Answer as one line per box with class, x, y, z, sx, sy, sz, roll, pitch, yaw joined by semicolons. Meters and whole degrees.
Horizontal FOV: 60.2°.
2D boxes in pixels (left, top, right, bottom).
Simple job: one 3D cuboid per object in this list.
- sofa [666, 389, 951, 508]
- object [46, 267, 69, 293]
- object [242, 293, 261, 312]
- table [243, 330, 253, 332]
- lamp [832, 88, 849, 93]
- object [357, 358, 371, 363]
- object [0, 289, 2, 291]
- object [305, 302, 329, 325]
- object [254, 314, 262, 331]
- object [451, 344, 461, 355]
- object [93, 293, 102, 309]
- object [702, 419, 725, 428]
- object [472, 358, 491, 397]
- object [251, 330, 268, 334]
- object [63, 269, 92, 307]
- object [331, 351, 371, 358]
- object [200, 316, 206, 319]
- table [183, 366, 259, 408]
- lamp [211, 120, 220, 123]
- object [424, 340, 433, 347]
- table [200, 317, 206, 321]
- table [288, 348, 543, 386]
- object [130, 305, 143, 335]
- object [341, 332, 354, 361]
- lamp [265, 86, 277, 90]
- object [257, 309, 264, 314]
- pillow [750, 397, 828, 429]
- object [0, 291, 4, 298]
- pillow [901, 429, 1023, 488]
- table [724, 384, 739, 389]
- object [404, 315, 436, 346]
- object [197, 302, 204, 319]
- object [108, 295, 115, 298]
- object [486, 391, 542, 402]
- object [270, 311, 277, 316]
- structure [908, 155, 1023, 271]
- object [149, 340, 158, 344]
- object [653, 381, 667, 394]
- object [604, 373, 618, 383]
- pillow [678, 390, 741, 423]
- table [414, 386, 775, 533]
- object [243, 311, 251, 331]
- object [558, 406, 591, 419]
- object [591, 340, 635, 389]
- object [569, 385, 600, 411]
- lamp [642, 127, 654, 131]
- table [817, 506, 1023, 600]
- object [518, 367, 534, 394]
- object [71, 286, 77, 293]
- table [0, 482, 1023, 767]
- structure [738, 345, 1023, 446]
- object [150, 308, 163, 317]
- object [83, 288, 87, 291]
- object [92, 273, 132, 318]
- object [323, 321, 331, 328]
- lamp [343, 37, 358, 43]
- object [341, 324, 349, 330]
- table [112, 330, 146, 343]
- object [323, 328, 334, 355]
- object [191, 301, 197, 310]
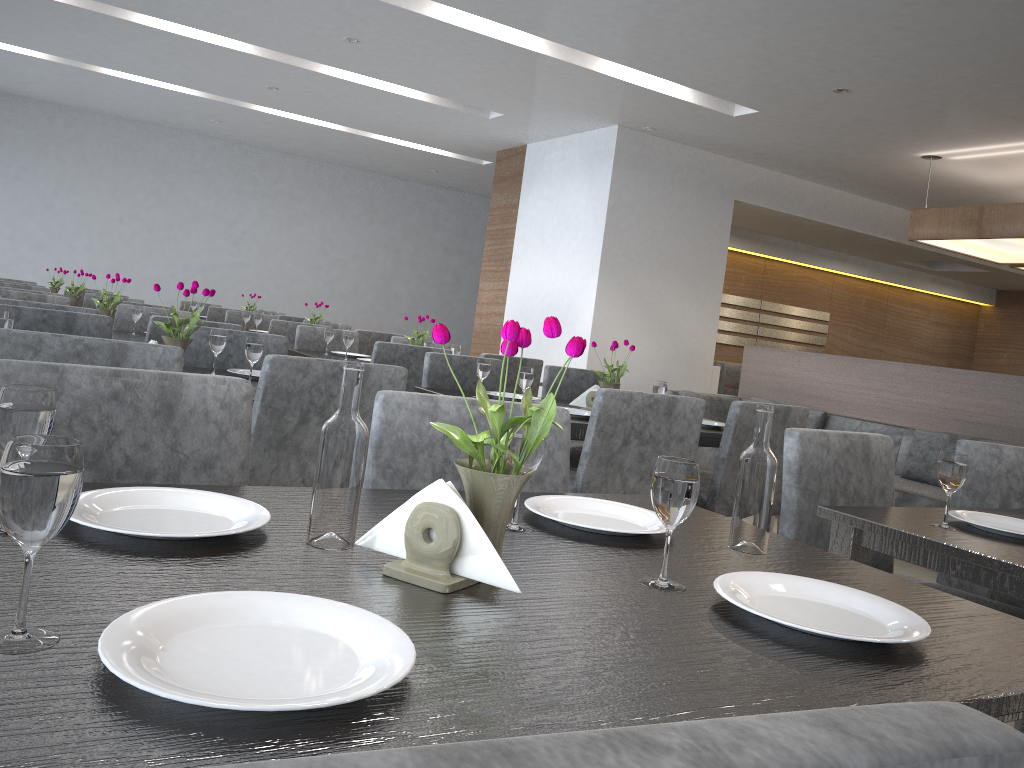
sofa;2.261;0.592;4.764;0.832;0.628;3.819;6;3;-31
object;-3.568;-0.780;6.915;0.154;0.277;0.104;8;0;-34
object;-2.277;-0.656;7.693;0.154;0.277;0.104;8;0;-34
table;-1.435;0.009;6.176;1.184;0.635;0.781;6;2;-31
lamp;1.885;-1.682;5.071;0.089;0.007;0.089;8;4;14
object;-0.665;-0.108;4.401;0.216;0.015;0.218;5;4;-31
object;-2.255;-0.347;3.849;0.053;0.139;0.053;7;0;11
object;-1.369;-0.441;6.164;0.154;0.277;0.104;8;0;-34
object;-1.679;-0.392;5.821;0.053;0.139;0.053;7;0;17
object;-0.306;-0.142;4.724;0.053;0.139;0.053;7;0;17
object;-2.636;-0.506;5.612;0.053;0.139;0.053;7;0;17
object;0.696;0.144;3.248;0.216;0.015;0.218;5;4;-31
object;-0.108;-0.021;3.176;0.053;0.139;0.053;7;0;17
object;-1.734;-0.360;6.200;0.218;0.015;0.216;10;4;39
object;-2.660;-0.565;5.386;0.154;0.277;0.104;8;0;-34
object;-0.862;-0.154;4.732;0.217;0.015;0.216;8;4;15
object;-2.642;-0.575;7.729;0.216;0.015;0.218;7;4;-16
table;-0.991;0.295;2.477;1.184;0.635;0.781;6;2;-31
lamp;-2.849;-2.522;8.498;0.089;0.007;0.089;8;4;14
object;-0.469;-0.175;4.906;0.053;0.139;0.053;7;0;17
table;-2.343;-0.206;7.705;1.184;0.635;0.781;6;2;-31
table;-0.563;0.215;4.708;1.184;0.635;0.781;6;2;-31
object;-1.764;-0.300;4.145;0.053;0.139;0.053;7;0;11
object;-0.811;-0.187;4.359;0.053;0.139;0.053;7;0;11
lamp;-1.861;-2.288;6.834;0.089;0.007;0.089;8;4;14
object;-2.257;-0.598;7.915;0.053;0.139;0.053;7;0;17
pillow;1.796;0.277;5.916;0.180;0.320;0.641;8;2;-31
object;-2.106;-0.312;3.598;0.053;0.139;0.053;7;0;11
pillow;2.447;0.431;4.821;0.180;0.320;0.641;7;2;-31
table;2.166;0.368;7.946;0.503;0.655;0.508;7;1;-31
object;-0.497;-0.235;4.696;0.154;0.277;0.104;8;0;-34
object;-2.599;-0.609;7.368;0.053;0.139;0.053;7;0;17
object;-2.473;-0.474;5.430;0.053;0.139;0.053;7;0;17
object;0.002;0.050;3.279;0.216;0.015;0.218;5;4;-31
object;-2.093;-0.565;7.733;0.053;0.139;0.053;7;0;17
structure;4.516;-1.087;5.892;2.436;0.619;2.456;6;4;-31
object;-0.988;-0.072;2.426;0.204;0.100;0.070;9;1;29
object;0.546;0.059;3.290;0.053;0.139;0.053;7;0;17
object;0.383;0.026;3.472;0.053;0.139;0.053;7;0;17
pillow;1.398;0.220;6.111;0.557;0.306;0.189;6;1;-30
table;0.300;0.419;3.255;1.184;0.635;0.781;6;2;-31
object;-1.828;-0.427;6.071;0.053;0.139;0.053;7;0;17
object;0.198;0.096;2.948;0.216;0.015;0.218;5;4;-31
object;0.366;-0.031;3.243;0.154;0.277;0.104;8;0;-34
object;0.302;0.052;3.204;0.204;0.100;0.070;9;1;29
lamp;1.008;-1.890;6.547;0.089;0.007;0.089;8;4;14
table;1.247;0.643;1.660;1.184;0.635;0.781;6;2;-31
object;0.041;0.014;2.925;0.053;0.139;0.053;7;0;17
object;-3.543;-0.721;7.139;0.053;0.139;0.053;7;0;17
table;-0.075;0.512;0.936;1.184;0.635;0.781;6;2;-31
structure;2.727;0.443;5.039;0.223;1.007;3.794;8;2;-31
object;-1.601;-0.267;3.963;0.053;0.139;0.053;7;0;11
object;-3.380;-0.688;6.958;0.053;0.139;0.053;7;0;17
object;-1.787;-0.359;3.918;0.154;0.277;0.104;8;0;-34
object;-1.337;-0.380;6.367;0.053;0.139;0.053;7;0;17
lamp;-0.979;-2.080;5.349;0.089;0.007;0.089;8;4;14
object;-1.174;-0.348;6.186;0.053;0.139;0.053;7;0;17
table;-1.854;0.091;3.930;1.184;0.635;0.781;6;2;-31
object;-0.960;-0.222;4.610;0.053;0.139;0.053;7;0;17
object;-2.747;-0.645;7.619;0.053;0.139;0.053;7;0;17
